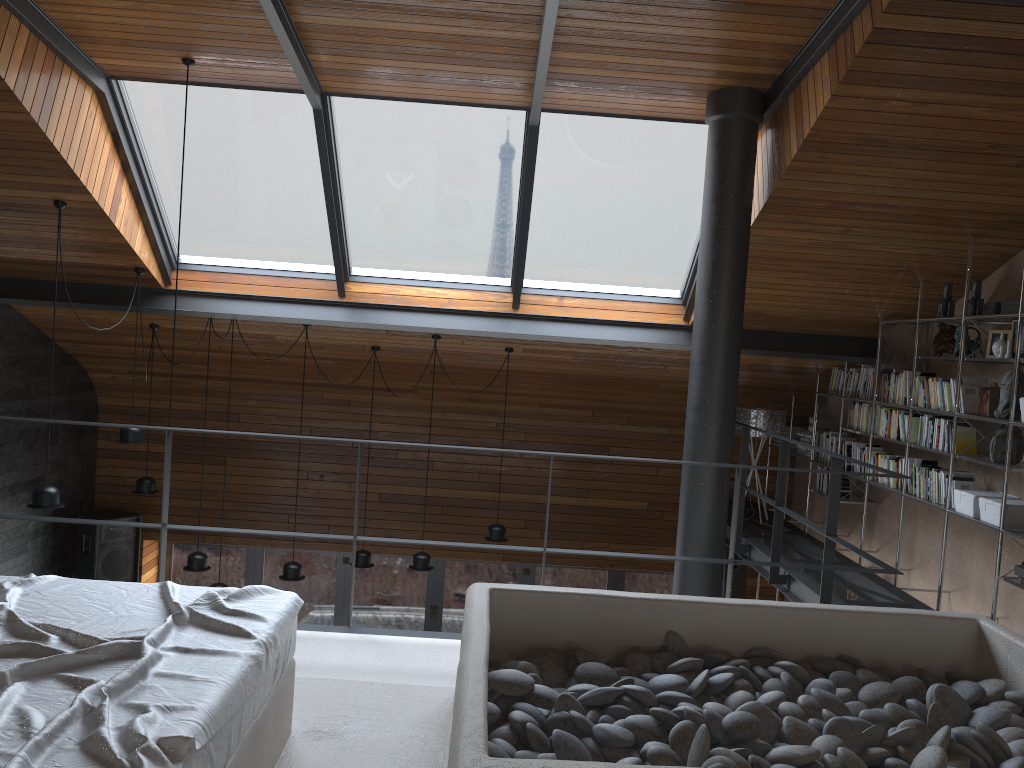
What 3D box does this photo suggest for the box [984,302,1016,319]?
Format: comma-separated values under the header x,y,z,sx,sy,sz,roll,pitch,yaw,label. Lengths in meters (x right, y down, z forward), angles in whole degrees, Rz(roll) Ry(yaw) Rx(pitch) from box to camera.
x,y,z,sx,sy,sz,roll,pitch,yaw,label
2.856,-0.423,5.100,0.208,0.079,0.207,4,3,12,box

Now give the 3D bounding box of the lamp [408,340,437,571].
x,y,z,sx,sy,sz,roll,pitch,yaw,label
-0.679,0.557,7.236,0.210,1.911,0.210,6,3,36,lamp

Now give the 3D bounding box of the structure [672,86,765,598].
x,y,z,sx,sy,sz,roll,pitch,yaw,label
1.097,1.169,4.962,1.197,5.700,1.689,4,2,-2,structure

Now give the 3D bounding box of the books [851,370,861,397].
x,y,z,sx,sy,sz,roll,pitch,yaw,label
2.736,-0.001,6.923,0.133,0.215,0.070,4,2,-1,books

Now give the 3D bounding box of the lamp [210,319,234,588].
x,y,z,sx,sy,sz,roll,pitch,yaw,label
-2.188,0.532,6.789,0.210,2.273,0.210,6,3,36,lamp

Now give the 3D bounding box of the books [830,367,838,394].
x,y,z,sx,sy,sz,roll,pitch,yaw,label
2.752,-0.025,7.374,0.169,0.229,0.077,4,2,-2,books

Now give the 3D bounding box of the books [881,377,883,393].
x,y,z,sx,sy,sz,roll,pitch,yaw,label
2.752,0.039,6.448,0.131,0.181,0.014,4,2,-2,books

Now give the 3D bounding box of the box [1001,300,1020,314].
x,y,z,sx,sy,sz,roll,pitch,yaw,label
2.854,-0.413,4.882,0.208,0.079,0.207,4,3,-5,box

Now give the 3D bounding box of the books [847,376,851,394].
x,y,z,sx,sy,sz,roll,pitch,yaw,label
2.718,0.015,7.014,0.112,0.173,0.054,4,2,-2,books

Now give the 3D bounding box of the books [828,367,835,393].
x,y,z,sx,sy,sz,roll,pitch,yaw,label
2.735,-0.028,7.401,0.148,0.229,0.073,4,2,-2,books

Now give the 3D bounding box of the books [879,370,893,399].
x,y,z,sx,sy,sz,roll,pitch,yaw,label
2.745,0.013,6.458,0.129,0.231,0.010,4,2,-2,books

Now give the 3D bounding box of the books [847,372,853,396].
x,y,z,sx,sy,sz,roll,pitch,yaw,label
2.732,0.006,6.998,0.138,0.189,0.065,4,2,-2,books

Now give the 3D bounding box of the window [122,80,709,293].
x,y,z,sx,sy,sz,roll,pitch,yaw,label
-0.561,-1.312,6.123,3.818,1.031,1.213,4,3,-2,window

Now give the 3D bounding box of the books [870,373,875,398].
x,y,z,sx,sy,sz,roll,pitch,yaw,label
2.752,0.023,6.614,0.143,0.199,0.019,4,2,-2,books

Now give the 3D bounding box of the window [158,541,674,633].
x,y,z,sx,sy,sz,roll,pitch,yaw,label
-0.834,2.445,9.434,5.936,1.522,0.101,4,2,-2,window

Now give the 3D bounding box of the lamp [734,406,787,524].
x,y,z,sx,sy,sz,roll,pitch,yaw,label
2.165,0.718,7.918,0.475,1.002,0.475,5,3,22,lamp

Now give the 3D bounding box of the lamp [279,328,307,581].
x,y,z,sx,sy,sz,roll,pitch,yaw,label
-1.708,0.553,7.126,0.210,2.034,0.210,6,3,36,lamp

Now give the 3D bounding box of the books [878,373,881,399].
x,y,z,sx,sy,sz,roll,pitch,yaw,label
2.753,0.024,6.504,0.148,0.206,0.018,4,2,-2,books

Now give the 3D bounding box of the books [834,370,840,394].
x,y,z,sx,sy,sz,roll,pitch,yaw,label
2.730,-0.009,7.285,0.130,0.202,0.063,4,2,-2,books

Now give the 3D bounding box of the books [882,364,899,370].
x,y,z,sx,sy,sz,roll,pitch,yaw,label
2.765,-0.005,6.474,0.143,0.268,0.020,4,2,-2,books

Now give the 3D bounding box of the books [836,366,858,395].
x,y,z,sx,sy,sz,roll,pitch,yaw,label
2.737,-0.024,7.239,0.143,0.233,0.081,4,2,-2,books

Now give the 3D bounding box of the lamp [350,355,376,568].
x,y,z,sx,sy,sz,roll,pitch,yaw,label
-1.215,0.552,7.549,0.210,2.002,0.210,6,3,36,lamp

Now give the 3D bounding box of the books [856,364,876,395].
x,y,z,sx,sy,sz,roll,pitch,yaw,label
2.759,-0.019,6.865,0.143,0.264,0.088,4,2,-2,books

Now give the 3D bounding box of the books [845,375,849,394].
x,y,z,sx,sy,sz,roll,pitch,yaw,label
2.712,0.014,7.058,0.111,0.171,0.056,4,2,-2,books

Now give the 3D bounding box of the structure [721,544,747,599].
x,y,z,sx,sy,sz,roll,pitch,yaw,label
2.015,1.754,8.629,0.488,0.735,0.462,2,3,-42,structure

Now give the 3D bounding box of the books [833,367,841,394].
x,y,z,sx,sy,sz,roll,pitch,yaw,label
2.748,-0.021,7.308,0.160,0.228,0.080,4,2,-2,books

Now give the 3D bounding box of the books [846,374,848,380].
x,y,z,sx,sy,sz,roll,pitch,yaw,label
2.715,0.012,7.085,0.112,0.173,0.054,4,2,-2,books

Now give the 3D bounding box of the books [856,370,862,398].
x,y,z,sx,sy,sz,roll,pitch,yaw,label
2.739,0.003,6.855,0.117,0.218,0.073,4,2,-2,books

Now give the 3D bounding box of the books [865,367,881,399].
x,y,z,sx,sy,sz,roll,pitch,yaw,label
2.787,-0.001,6.716,0.191,0.244,0.075,4,2,-1,books

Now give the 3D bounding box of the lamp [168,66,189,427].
x,y,z,sx,sy,sz,roll,pitch,yaw,label
-1.959,-0.227,5.132,0.210,3.208,0.210,5,3,21,lamp

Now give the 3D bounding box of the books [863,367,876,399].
x,y,z,sx,sy,sz,roll,pitch,yaw,label
2.782,-0.004,6.727,0.191,0.249,0.077,4,2,-1,books

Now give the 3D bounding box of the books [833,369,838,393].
x,y,z,sx,sy,sz,roll,pitch,yaw,label
2.748,-0.024,7.335,0.148,0.229,0.073,4,2,-2,books

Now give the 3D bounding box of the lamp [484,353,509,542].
x,y,z,sx,sy,sz,roll,pitch,yaw,label
-0.079,0.524,7.407,0.210,1.565,0.210,6,3,36,lamp

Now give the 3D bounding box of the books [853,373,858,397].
x,y,z,sx,sy,sz,roll,pitch,yaw,label
2.738,0.011,6.912,0.126,0.194,0.064,4,2,-2,books

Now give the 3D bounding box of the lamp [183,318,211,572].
x,y,z,sx,sy,sz,roll,pitch,yaw,label
-2.409,0.438,6.940,0.210,2.036,0.210,6,3,36,lamp

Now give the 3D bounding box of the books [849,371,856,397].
x,y,z,sx,sy,sz,roll,pitch,yaw,label
2.735,0.003,6.967,0.131,0.202,0.068,4,2,-2,books

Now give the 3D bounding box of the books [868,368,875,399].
x,y,z,sx,sy,sz,roll,pitch,yaw,label
2.754,0.005,6.637,0.148,0.234,0.033,4,2,-2,books

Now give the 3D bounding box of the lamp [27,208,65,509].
x,y,z,sx,sy,sz,roll,pitch,yaw,label
-2.842,-0.164,5.487,0.210,1.854,0.210,6,3,36,lamp

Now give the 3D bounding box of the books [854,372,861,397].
x,y,z,sx,sy,sz,roll,pitch,yaw,label
2.738,0.008,6.894,0.123,0.201,0.071,4,2,-2,books

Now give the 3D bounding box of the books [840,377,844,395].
x,y,z,sx,sy,sz,roll,pitch,yaw,label
2.719,0.012,7.146,0.119,0.169,0.058,4,2,-2,books

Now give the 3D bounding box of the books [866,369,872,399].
x,y,z,sx,sy,sz,roll,pitch,yaw,label
2.749,0.005,6.660,0.148,0.233,0.053,4,2,-2,books

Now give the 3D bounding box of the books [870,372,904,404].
x,y,z,sx,sy,sz,roll,pitch,yaw,label
2.740,0.026,6.349,0.131,0.216,0.509,4,3,-2,books

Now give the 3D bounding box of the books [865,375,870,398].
x,y,z,sx,sy,sz,roll,pitch,yaw,label
2.745,0.023,6.700,0.131,0.178,0.057,4,2,-2,books

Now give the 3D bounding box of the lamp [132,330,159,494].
x,y,z,sx,sy,sz,roll,pitch,yaw,label
-2.997,0.215,7.336,0.210,1.369,0.210,6,3,36,lamp

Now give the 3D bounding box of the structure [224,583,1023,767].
x,y,z,sx,sy,sz,roll,pitch,yaw,label
-0.548,0.751,1.825,4.614,1.120,2.634,4,3,-2,structure

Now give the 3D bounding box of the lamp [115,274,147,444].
x,y,z,sx,sy,sz,roll,pitch,yaw,label
-2.684,-0.185,6.318,0.210,1.206,0.210,6,3,36,lamp

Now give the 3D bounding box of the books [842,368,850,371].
x,y,z,sx,sy,sz,roll,pitch,yaw,label
2.741,-0.018,7.224,0.129,0.226,0.069,4,2,-2,books

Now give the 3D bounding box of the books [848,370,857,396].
x,y,z,sx,sy,sz,roll,pitch,yaw,label
2.735,-0.002,6.980,0.137,0.213,0.068,4,2,-2,books

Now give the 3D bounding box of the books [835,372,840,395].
x,y,z,sx,sy,sz,roll,pitch,yaw,label
2.743,-0.010,7.272,0.146,0.208,0.071,4,2,-2,books
